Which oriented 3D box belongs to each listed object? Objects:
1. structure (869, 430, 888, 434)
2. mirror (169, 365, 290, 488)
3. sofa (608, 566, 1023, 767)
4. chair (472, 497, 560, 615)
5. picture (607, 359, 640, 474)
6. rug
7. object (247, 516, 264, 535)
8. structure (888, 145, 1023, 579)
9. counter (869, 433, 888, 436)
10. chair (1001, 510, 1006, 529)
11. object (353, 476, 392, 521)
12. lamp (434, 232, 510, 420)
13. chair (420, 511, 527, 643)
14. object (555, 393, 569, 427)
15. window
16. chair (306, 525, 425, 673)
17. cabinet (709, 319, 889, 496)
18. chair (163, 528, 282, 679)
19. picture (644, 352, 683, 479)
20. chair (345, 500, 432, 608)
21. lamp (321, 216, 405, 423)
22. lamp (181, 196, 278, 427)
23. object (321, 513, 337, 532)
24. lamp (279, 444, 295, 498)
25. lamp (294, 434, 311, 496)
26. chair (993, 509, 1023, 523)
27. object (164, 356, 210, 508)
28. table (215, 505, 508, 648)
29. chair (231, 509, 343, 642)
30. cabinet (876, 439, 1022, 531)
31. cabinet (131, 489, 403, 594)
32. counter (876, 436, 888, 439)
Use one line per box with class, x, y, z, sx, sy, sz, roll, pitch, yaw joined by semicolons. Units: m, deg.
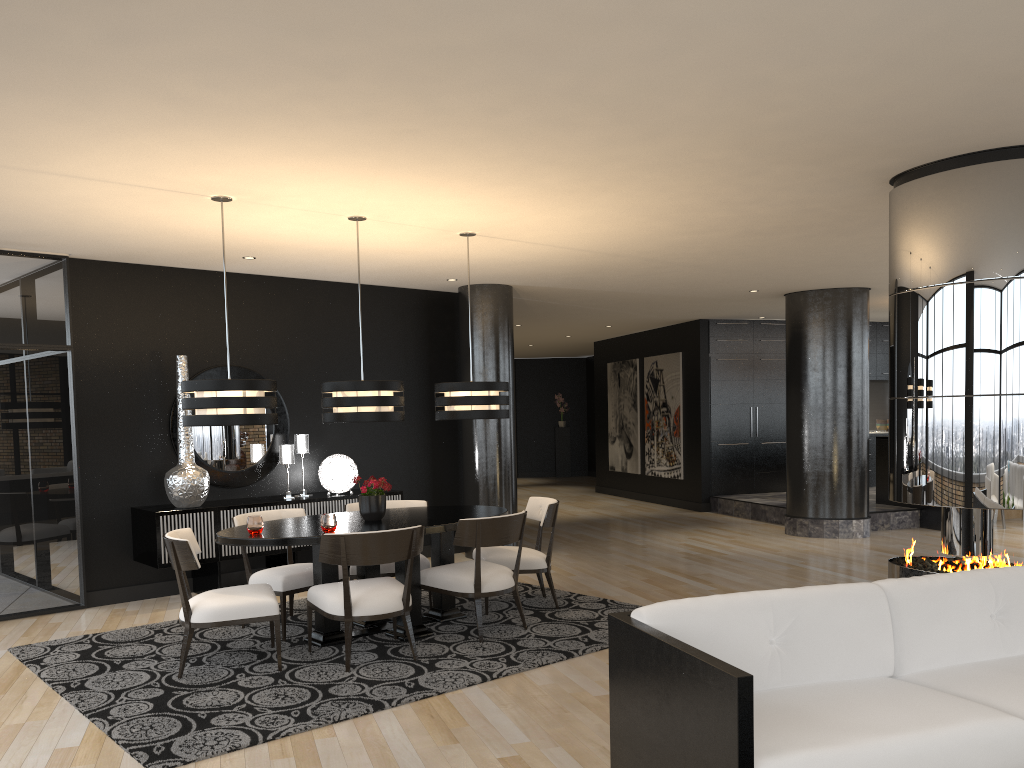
structure;5.434;0.765;13.766;0.899;0.067;0.520;-1;-2;-18
mirror;-2.435;0.371;7.684;1.074;1.082;0.025;-2;3;-40
sofa;1.434;1.112;2.989;2.030;0.806;0.837;-1;0;-18
chair;0.049;1.272;6.605;0.616;0.809;0.641;-2;1;-12
picture;1.897;0.553;14.883;0.077;1.880;1.152;-2;2;-18
rug;-0.955;1.667;5.877;3.715;0.011;2.718;0;-3;-41
object;-1.528;0.839;5.248;0.095;0.106;0.095;-1;1;16
structure;2.537;0.186;4.913;0.585;2.752;0.890;-3;3;-30
counter;5.429;0.789;13.786;2.858;0.034;0.730;-1;-2;-18
chair;5.401;1.203;10.295;0.475;0.967;0.517;-2;2;-18
object;-0.914;0.751;5.835;0.237;0.299;0.228;-2;2;-38
lamp;-0.300;-0.410;6.325;0.534;1.334;0.535;-4;4;-41
chair;-0.234;1.252;5.846;0.616;0.809;0.641;0;2;43
object;1.141;0.594;20.164;0.339;0.790;0.227;-1;3;11
window;4.279;-0.860;5.589;15.866;4.800;10.125;0;-1;-31
chair;-0.870;1.245;5.262;0.641;0.809;0.615;-2;2;-30
cabinet;5.427;0.332;13.736;5.722;2.536;0.726;-1;3;-18
chair;-1.704;1.262;5.183;0.615;0.809;0.641;-2;1;-20
picture;2.336;0.496;13.549;0.077;1.880;1.152;-2;2;-18
chair;-0.909;1.293;6.566;0.642;0.809;0.614;-2;1;-12
lamp;-0.986;-0.415;5.746;0.534;1.334;0.535;-4;4;-41
lamp;-1.671;-0.420;5.167;0.534;1.334;0.535;-4;4;-41
object;-1.093;0.830;5.270;0.095;0.106;0.095;-2;1;-29
lamp;-1.961;0.762;7.709;0.124;0.467;0.132;-2;3;-18
lamp;-1.867;0.723;7.865;0.132;0.552;0.124;-1;3;12
chair;6.149;1.195;10.539;0.475;0.967;0.517;-2;2;-18
object;-2.618;0.381;7.069;0.343;1.213;0.342;-3;4;-32
table;-0.907;1.286;5.884;2.102;0.771;1.209;0;-1;-39
chair;-1.542;1.290;6.079;0.616;0.809;0.641;0;2;35
cabinet;6.250;1.171;11.054;3.112;1.041;1.178;-1;0;-18
cabinet;-2.040;1.378;7.683;2.233;0.769;0.610;0;0;-40
counter;6.237;0.635;11.022;3.112;0.032;1.179;-1;-2;-18
